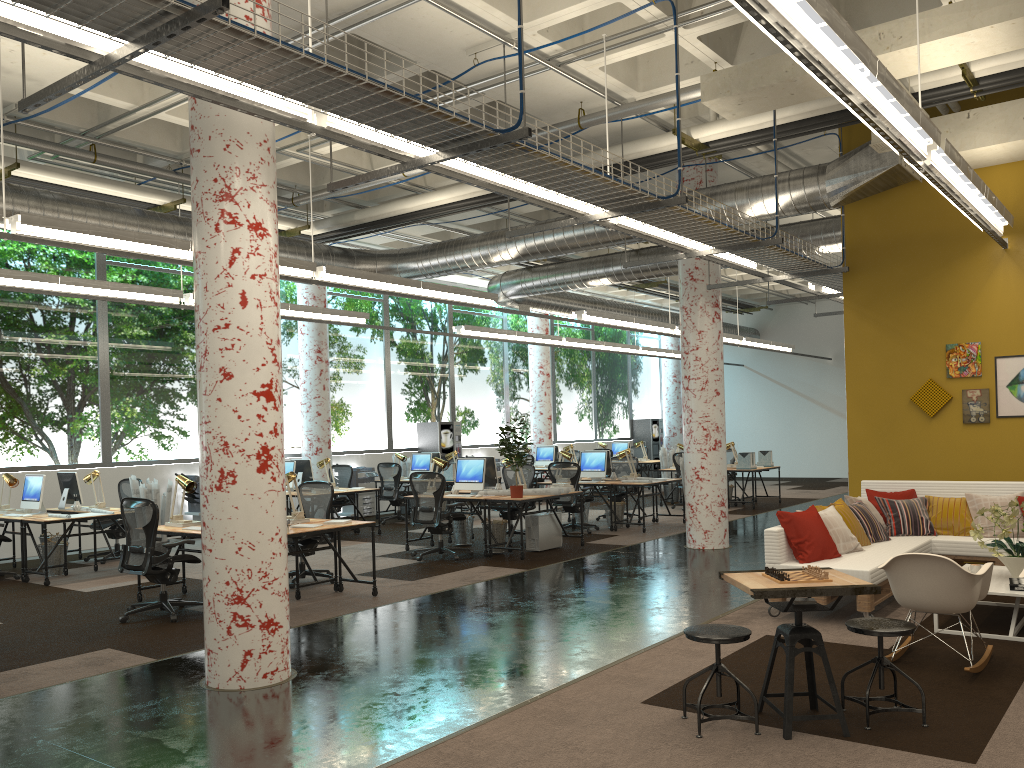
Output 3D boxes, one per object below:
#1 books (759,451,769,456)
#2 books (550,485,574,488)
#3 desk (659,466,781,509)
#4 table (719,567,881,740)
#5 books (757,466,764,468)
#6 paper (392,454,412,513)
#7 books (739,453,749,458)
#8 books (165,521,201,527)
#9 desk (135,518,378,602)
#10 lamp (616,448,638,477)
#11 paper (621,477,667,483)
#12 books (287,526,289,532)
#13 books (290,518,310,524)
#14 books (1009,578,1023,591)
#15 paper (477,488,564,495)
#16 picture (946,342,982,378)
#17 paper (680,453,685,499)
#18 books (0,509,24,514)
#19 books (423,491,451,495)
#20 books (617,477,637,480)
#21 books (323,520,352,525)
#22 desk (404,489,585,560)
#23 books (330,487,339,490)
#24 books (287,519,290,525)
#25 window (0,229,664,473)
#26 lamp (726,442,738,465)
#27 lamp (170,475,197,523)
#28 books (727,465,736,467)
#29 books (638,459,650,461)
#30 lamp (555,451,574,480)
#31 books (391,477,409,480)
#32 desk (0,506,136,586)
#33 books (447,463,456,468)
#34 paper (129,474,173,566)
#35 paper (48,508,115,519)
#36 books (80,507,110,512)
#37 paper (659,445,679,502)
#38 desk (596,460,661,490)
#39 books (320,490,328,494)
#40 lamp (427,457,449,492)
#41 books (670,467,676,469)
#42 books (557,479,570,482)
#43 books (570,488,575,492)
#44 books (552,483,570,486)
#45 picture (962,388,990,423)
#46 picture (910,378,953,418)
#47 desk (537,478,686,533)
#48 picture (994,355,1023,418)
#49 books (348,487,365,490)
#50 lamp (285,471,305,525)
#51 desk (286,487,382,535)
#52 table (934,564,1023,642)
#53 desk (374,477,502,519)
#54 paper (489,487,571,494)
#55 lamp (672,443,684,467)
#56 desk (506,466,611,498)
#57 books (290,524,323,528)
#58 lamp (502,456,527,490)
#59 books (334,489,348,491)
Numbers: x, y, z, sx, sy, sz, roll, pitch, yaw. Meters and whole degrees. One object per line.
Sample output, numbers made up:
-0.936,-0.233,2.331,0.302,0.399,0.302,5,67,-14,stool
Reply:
4.971,1.460,17.333,0.234,0.310,0.068,-3,-1,37,books
0.657,1.349,11.659,0.193,0.044,0.258,0,-4,-36,books
4.070,2.006,17.341,1.943,0.724,1.401,-4,-3,37,desk
1.480,1.390,4.605,0.626,0.759,0.616,-2,-1,-3,table
4.750,1.599,17.092,0.200,0.024,0.235,-2,-3,10,books
-2.147,1.966,17.548,0.441,1.198,0.412,-2,0,15,paper
4.362,1.436,16.526,0.234,0.310,0.068,-3,-1,37,books
-3.261,1.386,8.793,0.309,0.038,0.225,-4,-4,37,books
-2.500,1.738,8.640,1.943,0.724,1.401,-4,-3,37,desk
1.919,1.348,14.355,0.208,0.610,0.528,-1,-1,-33,lamp
2.049,1.488,13.720,0.568,0.061,0.626,-4,-4,34,paper
-2.130,1.303,7.954,0.200,0.050,0.272,0,-3,-26,books
-2.194,1.355,8.798,0.309,0.038,0.225,-4,-4,37,books
3.747,1.440,6.330,0.334,0.048,0.279,-3,-3,28,books
0.093,1.373,11.226,1.134,0.082,0.083,-2,-2,12,paper
4.748,-0.251,9.309,0.331,0.355,0.027,-3,-1,37,picture
2.839,1.618,13.802,0.441,1.198,0.412,-2,0,15,paper
-6.288,1.599,11.089,0.309,0.038,0.225,-4,-4,37,books
-1.001,1.460,11.835,0.309,0.038,0.225,-4,-4,37,books
1.901,1.531,14.382,0.309,0.038,0.225,-4,-4,37,books
-1.687,1.336,8.566,0.200,0.024,0.235,-2,-3,10,books
-0.240,1.811,11.682,1.943,0.724,1.401,-4,-3,37,desk
-2.942,1.661,14.115,0.309,0.038,0.225,-4,-4,37,books
-2.117,1.257,7.977,0.193,0.044,0.258,-1,-3,-6,books
-3.185,-0.488,17.476,0.050,3.761,26.200,-2,-2,37,window
4.399,1.441,17.474,0.218,0.610,0.528,-1,-1,-33,lamp
-3.295,1.208,8.817,0.218,0.610,0.528,-1,-1,-33,lamp
4.376,1.624,17.499,0.309,0.038,0.225,-4,-4,37,books
3.297,1.916,22.382,0.309,0.038,0.225,-4,-4,37,books
0.803,1.384,14.404,0.208,0.610,0.528,-1,-1,-33,lamp
-2.128,1.769,16.603,0.309,0.038,0.225,-4,-4,37,books
-5.527,1.950,10.936,1.943,0.724,1.401,-4,-3,37,desk
-1.074,1.550,15.635,0.234,0.310,0.068,-3,-1,37,books
-4.282,1.654,10.514,0.441,1.198,0.412,-2,0,15,paper
-5.073,1.524,10.432,0.568,0.061,0.626,-4,-4,34,paper
-5.221,1.567,11.094,0.309,0.038,0.225,-4,-4,37,books
3.289,1.852,18.438,0.441,1.198,0.412,-2,0,15,paper
2.991,2.299,22.224,1.943,0.724,1.401,-4,-3,37,desk
-2.878,1.609,13.271,0.200,0.050,0.272,0,-3,-26,books
-1.035,1.281,11.860,0.218,0.610,0.528,-1,-1,-33,lamp
3.308,1.655,17.493,0.309,0.038,0.225,-4,-4,37,books
0.833,1.562,14.376,0.309,0.038,0.225,-4,-4,37,books
0.657,1.395,11.632,0.272,0.050,0.200,-4,-4,34,books
0.646,1.318,11.647,0.185,0.030,0.153,-4,-4,35,books
4.845,0.231,9.247,0.252,0.355,0.027,-2,0,37,picture
4.494,0.149,9.497,0.425,0.424,0.047,-3,-1,37,picture
1.594,1.914,14.224,1.943,0.724,1.401,-4,-3,37,desk
5.272,0.014,8.928,0.707,0.632,0.018,-3,-1,37,picture
-2.436,1.642,13.883,0.200,0.024,0.235,-2,-3,10,books
-2.170,1.172,8.773,0.218,0.610,0.528,-1,-1,-33,lamp
-3.248,2.044,13.956,1.943,0.724,1.401,-4,-3,37,desk
3.862,1.645,6.699,0.985,0.330,1.262,-4,-4,37,table
-1.366,2.121,16.450,1.943,0.724,1.401,-4,-3,37,desk
0.194,1.377,11.359,1.134,0.082,0.083,-2,-2,2,paper
3.275,1.477,17.518,0.218,0.610,0.528,-1,-1,-33,lamp
1.034,2.219,19.631,1.943,0.724,1.401,-4,-3,37,desk
-1.929,1.333,8.316,0.243,0.019,0.205,-2,-3,14,books
0.085,1.246,11.813,0.208,0.610,0.528,-1,-1,-33,lamp
-2.677,1.639,13.633,0.243,0.019,0.205,-2,-3,14,books
